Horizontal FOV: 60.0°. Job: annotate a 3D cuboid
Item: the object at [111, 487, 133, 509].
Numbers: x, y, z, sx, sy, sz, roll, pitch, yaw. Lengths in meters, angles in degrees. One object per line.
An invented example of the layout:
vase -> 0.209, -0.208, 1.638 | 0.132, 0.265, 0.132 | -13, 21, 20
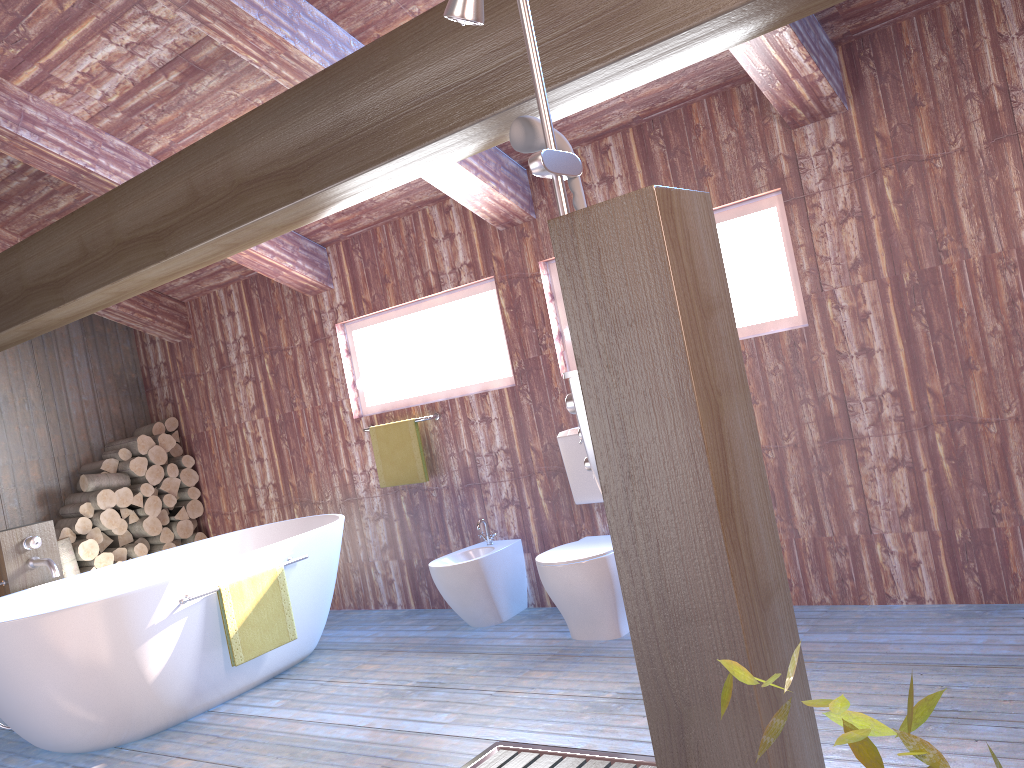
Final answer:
object -> -2.771, 0.790, 6.069 | 0.440, 0.147, 0.138 | -12, -1, 37

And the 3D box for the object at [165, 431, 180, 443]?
object -> -2.565, 0.405, 6.526 | 0.281, 0.100, 0.081 | -12, -1, 37

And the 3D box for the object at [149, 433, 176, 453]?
object -> -2.610, 0.449, 6.403 | 0.456, 0.142, 0.133 | -12, -1, 38

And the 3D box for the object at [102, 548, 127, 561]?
object -> -2.735, 1.170, 6.012 | 0.303, 0.120, 0.114 | -12, -1, 38

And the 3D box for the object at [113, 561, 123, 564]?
object -> -2.750, 1.249, 5.959 | 0.437, 0.100, 0.098 | -12, -1, 35

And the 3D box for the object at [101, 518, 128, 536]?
object -> -2.746, 0.977, 6.038 | 0.291, 0.123, 0.115 | -12, -1, 38

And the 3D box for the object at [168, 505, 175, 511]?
object -> -2.499, 0.880, 6.377 | 0.177, 0.069, 0.067 | -12, -1, 37

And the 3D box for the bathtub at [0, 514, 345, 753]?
bathtub -> -1.656, 0.974, 4.314 | 1.935, 1.109, 1.460 | -11, -1, -31

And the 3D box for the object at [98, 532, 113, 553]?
object -> -2.855, 1.077, 6.036 | 0.323, 0.150, 0.128 | -12, -1, 37

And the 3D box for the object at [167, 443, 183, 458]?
object -> -2.539, 0.498, 6.509 | 0.269, 0.115, 0.107 | -12, -1, 38

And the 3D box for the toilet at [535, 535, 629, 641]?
toilet -> 0.371, 0.924, 3.983 | 0.375, 0.400, 0.534 | -12, -1, 38

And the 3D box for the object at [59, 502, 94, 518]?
object -> -2.892, 0.848, 5.901 | 0.282, 0.112, 0.106 | -12, -1, 38

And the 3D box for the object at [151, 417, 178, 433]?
object -> -2.572, 0.319, 6.514 | 0.271, 0.113, 0.112 | -12, -1, 37

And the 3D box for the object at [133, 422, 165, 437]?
object -> -2.629, 0.353, 6.428 | 0.270, 0.121, 0.104 | -12, -1, 38

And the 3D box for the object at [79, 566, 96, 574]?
object -> -2.887, 1.303, 5.812 | 0.483, 0.174, 0.155 | -12, -1, 35

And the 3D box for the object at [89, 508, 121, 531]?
object -> -2.817, 0.924, 5.962 | 0.437, 0.143, 0.141 | -12, -1, 35

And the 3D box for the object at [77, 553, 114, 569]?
object -> -2.827, 1.196, 5.905 | 0.458, 0.148, 0.139 | -12, -1, 37

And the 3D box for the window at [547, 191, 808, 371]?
window -> 0.728, -0.433, 4.096 | 1.255, 0.587, 0.054 | -12, -1, 38

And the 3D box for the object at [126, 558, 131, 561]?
object -> -2.701, 1.242, 6.037 | 0.279, 0.089, 0.086 | -12, -1, 35

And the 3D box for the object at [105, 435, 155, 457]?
object -> -2.705, 0.451, 6.274 | 0.456, 0.139, 0.135 | -12, -1, 38

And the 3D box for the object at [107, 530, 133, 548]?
object -> -2.766, 1.076, 6.157 | 0.321, 0.127, 0.104 | -12, -1, 37

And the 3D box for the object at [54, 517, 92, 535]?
object -> -2.895, 0.940, 5.848 | 0.291, 0.123, 0.115 | -12, -1, 38

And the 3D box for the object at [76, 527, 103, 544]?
object -> -2.856, 1.024, 5.904 | 0.301, 0.113, 0.111 | -12, -1, 36

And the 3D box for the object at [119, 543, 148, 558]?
object -> -2.672, 1.154, 6.092 | 0.437, 0.100, 0.098 | -12, -1, 35

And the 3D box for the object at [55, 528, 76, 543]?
object -> -2.985, 1.004, 5.793 | 0.301, 0.113, 0.114 | -12, -1, 35

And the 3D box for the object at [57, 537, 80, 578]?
object -> -2.823, 1.124, 5.618 | 0.109, 0.298, 0.147 | -12, -1, 40

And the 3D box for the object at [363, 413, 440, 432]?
object -> -0.653, 0.228, 5.064 | 0.581, 0.043, 0.091 | -12, -1, 37

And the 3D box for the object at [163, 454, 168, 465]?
object -> -2.642, 0.574, 6.461 | 0.319, 0.119, 0.132 | -12, -1, 38

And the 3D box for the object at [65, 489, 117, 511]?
object -> -2.841, 0.790, 5.977 | 0.439, 0.145, 0.135 | -12, -1, 37

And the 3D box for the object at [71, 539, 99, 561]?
object -> -2.888, 1.096, 5.826 | 0.440, 0.147, 0.138 | -12, -1, 37

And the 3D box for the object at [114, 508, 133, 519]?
object -> -2.720, 0.894, 6.099 | 0.280, 0.092, 0.088 | -12, -1, 38

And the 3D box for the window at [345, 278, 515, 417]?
window -> -0.471, -0.186, 5.042 | 1.255, 0.587, 0.054 | -12, -1, 38

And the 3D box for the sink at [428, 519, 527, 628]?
sink -> -0.185, 0.979, 4.551 | 0.335, 0.517, 0.515 | -12, -1, 38

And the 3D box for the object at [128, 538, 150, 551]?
object -> -2.686, 1.148, 6.242 | 0.289, 0.118, 0.116 | -12, -1, 35
